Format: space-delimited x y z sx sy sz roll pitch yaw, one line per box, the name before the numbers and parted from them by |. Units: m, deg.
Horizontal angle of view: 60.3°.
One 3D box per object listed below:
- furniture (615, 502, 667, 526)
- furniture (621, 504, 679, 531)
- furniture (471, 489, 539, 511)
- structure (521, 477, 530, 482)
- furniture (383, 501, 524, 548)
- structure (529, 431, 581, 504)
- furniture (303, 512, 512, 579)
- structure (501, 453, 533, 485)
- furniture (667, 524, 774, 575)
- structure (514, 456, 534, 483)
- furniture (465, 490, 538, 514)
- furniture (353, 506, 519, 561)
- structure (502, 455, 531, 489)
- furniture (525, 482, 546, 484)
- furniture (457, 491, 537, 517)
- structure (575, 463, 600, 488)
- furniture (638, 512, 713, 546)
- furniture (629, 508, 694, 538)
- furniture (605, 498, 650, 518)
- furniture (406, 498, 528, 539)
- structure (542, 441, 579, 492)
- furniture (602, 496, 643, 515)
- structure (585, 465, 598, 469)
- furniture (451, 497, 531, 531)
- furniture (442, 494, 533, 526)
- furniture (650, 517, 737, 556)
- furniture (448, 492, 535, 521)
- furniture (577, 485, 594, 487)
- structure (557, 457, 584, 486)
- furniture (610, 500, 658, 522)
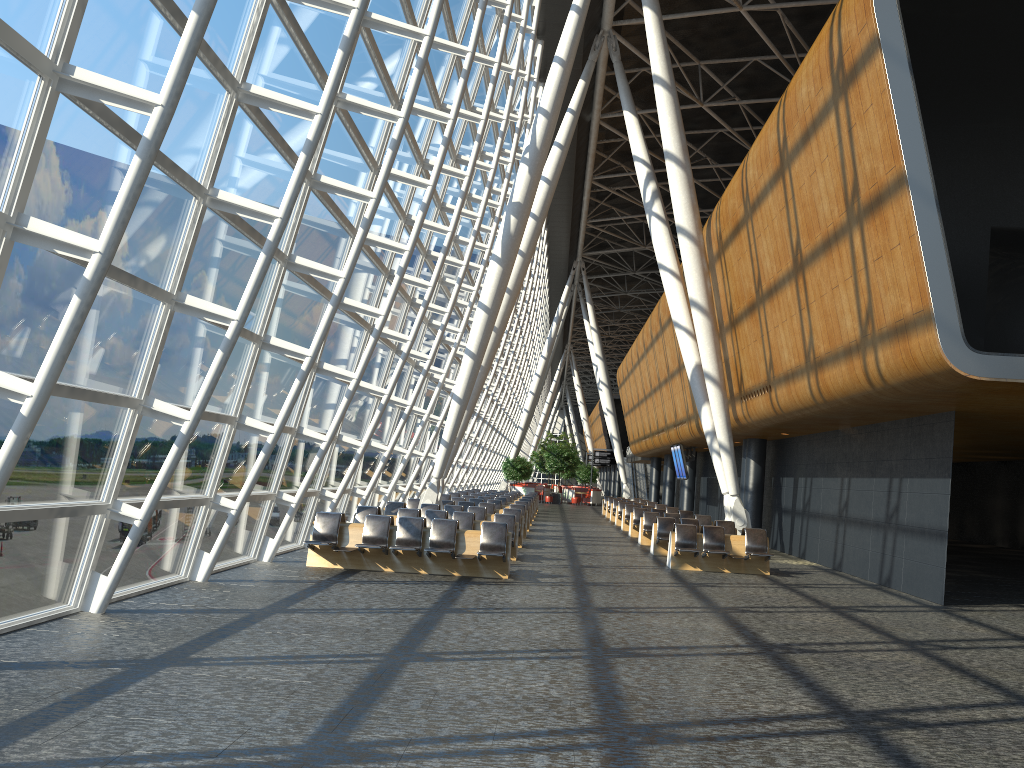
furniture | 4.772 4.809 32.359 1.896 0.868 1.666 3 -4 3
furniture | 4.631 4.496 29.362 1.896 0.868 1.666 3 -4 3
furniture | -0.373 5.436 41.377 3.250 0.868 1.666 3 -4 3
structure | 0.493 6.755 63.375 1.763 2.812 1.801 4 -2 -40
furniture | -1.362 3.241 20.400 3.250 0.868 1.666 3 -4 3
structure | 2.562 5.273 56.157 3.094 4.529 5.818 3 -3 -4
furniture | -1.645 2.614 14.407 3.250 0.868 1.666 3 -4 3
structure | 0.281 5.895 55.820 1.923 2.967 1.863 4 -2 -23
furniture | 4.065 3.242 17.376 1.896 0.868 1.666 3 -4 3
structure | 0.570 6.401 60.051 1.789 2.850 1.828 4 -2 -40
furniture | -0.514 5.122 38.380 3.250 0.868 1.666 3 -4 3
furniture | -1.503 2.928 17.403 3.250 0.868 1.666 3 -4 3
structure | 0.229 5.691 52.916 1.739 2.777 1.777 4 -2 -40
furniture | 2.048 10.804 92.688 3.250 0.868 1.666 3 -4 3
furniture | -0.655 4.809 35.383 3.250 0.868 1.666 3 -4 3
structure | 5.421 7.111 63.941 1.739 2.777 1.777 4 -2 -40
furniture | 4.348 3.869 23.369 1.896 0.868 1.666 3 -4 3
furniture | 4.489 4.182 26.366 1.896 0.868 1.666 3 -4 3
furniture | 5.055 5.436 38.352 1.896 0.868 1.666 3 -4 3
furniture | -1.221 3.555 23.397 3.250 0.868 1.666 3 -4 3
structure | 3.747 6.964 72.079 3.086 4.531 5.771 3 -3 25
furniture | 5.196 5.750 41.349 1.896 0.868 1.666 3 -4 3
structure | 6.240 8.107 74.319 1.890 2.994 1.931 4 -2 -40
furniture | -1.079 3.868 26.393 3.250 0.868 1.666 3 -4 3
furniture | -0.938 4.182 29.390 3.250 0.868 1.666 3 -4 3
furniture | 4.207 3.555 20.372 1.896 0.868 1.666 3 -4 3
furniture | -0.797 4.495 32.387 3.250 0.868 1.666 3 -4 3
furniture | 7.475 10.804 89.664 1.896 0.868 1.666 3 -4 3
structure | 4.427 7.070 67.525 2.276 3.474 2.226 3 -1 15
furniture | 4.913 5.123 35.356 1.896 0.868 1.666 3 -4 3
